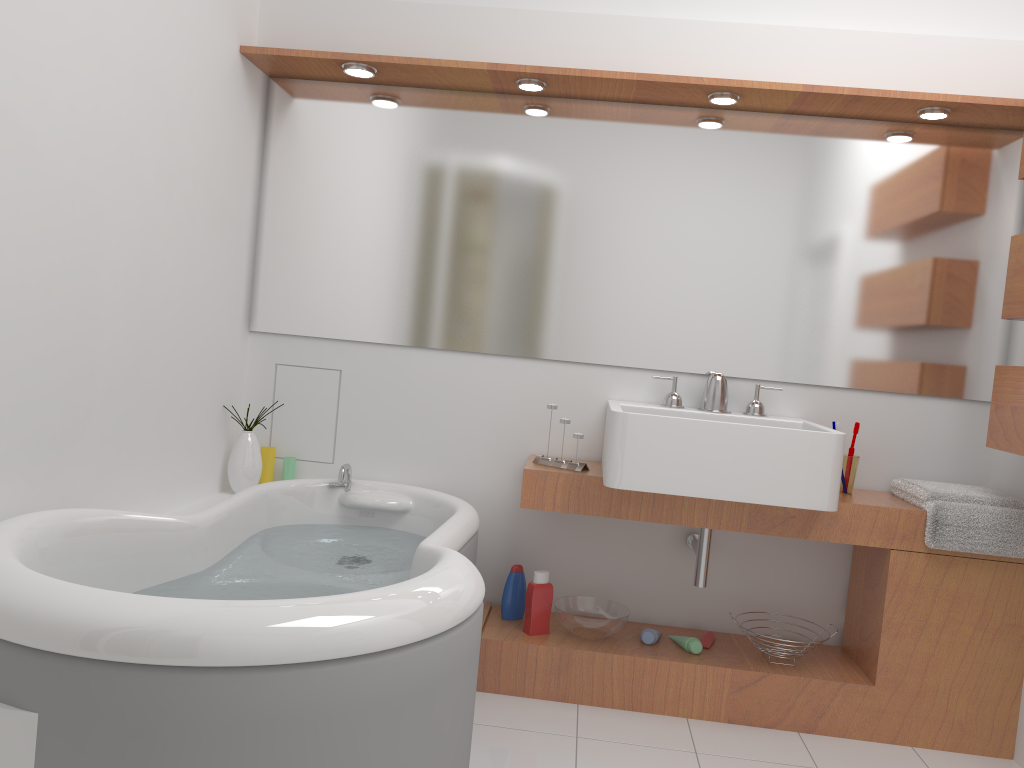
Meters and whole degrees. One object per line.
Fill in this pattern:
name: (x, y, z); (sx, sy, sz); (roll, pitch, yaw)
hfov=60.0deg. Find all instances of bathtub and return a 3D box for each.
bathtub: (-0.566, 0.620, 2.218); (1.055, 0.674, 1.863); (6, 3, 5)

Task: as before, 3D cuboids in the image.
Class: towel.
towel: (1.380, 0.407, 2.752); (0.272, 0.140, 0.359); (6, 3, 5)

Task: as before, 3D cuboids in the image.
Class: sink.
sink: (0.610, 0.304, 2.753); (0.657, 0.673, 0.552); (6, 3, 5)

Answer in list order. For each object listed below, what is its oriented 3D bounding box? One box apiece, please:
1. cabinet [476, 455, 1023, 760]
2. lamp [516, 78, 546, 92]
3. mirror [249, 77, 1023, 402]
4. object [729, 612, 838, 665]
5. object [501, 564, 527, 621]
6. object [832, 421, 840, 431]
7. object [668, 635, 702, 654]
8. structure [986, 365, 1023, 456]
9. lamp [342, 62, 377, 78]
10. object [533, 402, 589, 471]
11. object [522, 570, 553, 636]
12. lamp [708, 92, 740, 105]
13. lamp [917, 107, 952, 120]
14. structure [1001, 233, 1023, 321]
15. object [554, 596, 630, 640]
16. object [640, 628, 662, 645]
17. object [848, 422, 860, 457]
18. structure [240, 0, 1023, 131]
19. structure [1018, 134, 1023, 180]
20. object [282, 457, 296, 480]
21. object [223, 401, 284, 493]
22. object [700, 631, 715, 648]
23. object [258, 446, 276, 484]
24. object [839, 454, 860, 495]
cabinet: (0.722, 0.678, 2.849); (1.635, 0.719, 0.355); (6, 3, 5)
lamp: (0.062, -0.964, 2.859); (0.098, 0.018, 0.098); (7, 3, 25)
mirror: (0.379, -0.506, 3.015); (2.600, 0.887, 0.022); (6, 3, 5)
object: (0.852, 0.812, 2.815); (0.291, 0.126, 0.291); (3, 4, -37)
object: (0.009, 0.697, 2.964); (0.092, 0.190, 0.044); (4, 3, -28)
object: (1.051, 0.236, 2.842); (0.070, 0.228, 0.016); (7, 3, 30)
object: (0.561, 0.824, 2.867); (0.059, 0.052, 0.187); (5, 3, -11)
structure: (1.467, 0.091, 2.201); (0.165, 0.245, 0.860); (6, 3, 5)
lamp: (-0.495, -1.017, 2.874); (0.113, 0.021, 0.113); (4, 3, -24)
object: (0.165, 0.165, 2.837); (0.182, 0.203, 0.059); (7, 3, 35)
object: (0.086, 0.702, 2.841); (0.079, 0.207, 0.046); (4, 3, -30)
lamp: (0.670, -0.904, 2.809); (0.098, 0.018, 0.098); (7, 3, 25)
lamp: (1.311, -0.841, 2.756); (0.098, 0.018, 0.098); (5, 3, -16)
structure: (1.503, -0.288, 2.183); (0.165, 0.245, 0.860); (6, 3, 5)
object: (0.255, 0.769, 2.880); (0.245, 0.090, 0.245); (4, 3, -23)
object: (0.458, 0.812, 2.914); (0.059, 0.052, 0.187); (6, 3, 16)
object: (1.091, 0.238, 2.855); (0.016, 0.231, 0.052); (8, 4, 44)
structure: (0.417, -1.058, 2.858); (2.606, 0.240, 0.287); (6, 3, 5)
structure: (1.542, -0.696, 2.162); (0.165, 0.245, 0.860); (6, 3, 5)
object: (-0.786, 0.322, 3.117); (0.038, 0.133, 0.038); (8, 4, 38)
object: (-0.885, 0.220, 3.013); (0.154, 0.326, 0.215); (7, 3, 36)
object: (0.638, 0.842, 2.909); (0.042, 0.037, 0.133); (7, 3, 24)
object: (-0.864, 0.302, 3.123); (0.047, 0.162, 0.047); (7, 3, 31)
object: (1.063, 0.291, 2.834); (0.076, 0.130, 0.076); (3, 4, -42)
